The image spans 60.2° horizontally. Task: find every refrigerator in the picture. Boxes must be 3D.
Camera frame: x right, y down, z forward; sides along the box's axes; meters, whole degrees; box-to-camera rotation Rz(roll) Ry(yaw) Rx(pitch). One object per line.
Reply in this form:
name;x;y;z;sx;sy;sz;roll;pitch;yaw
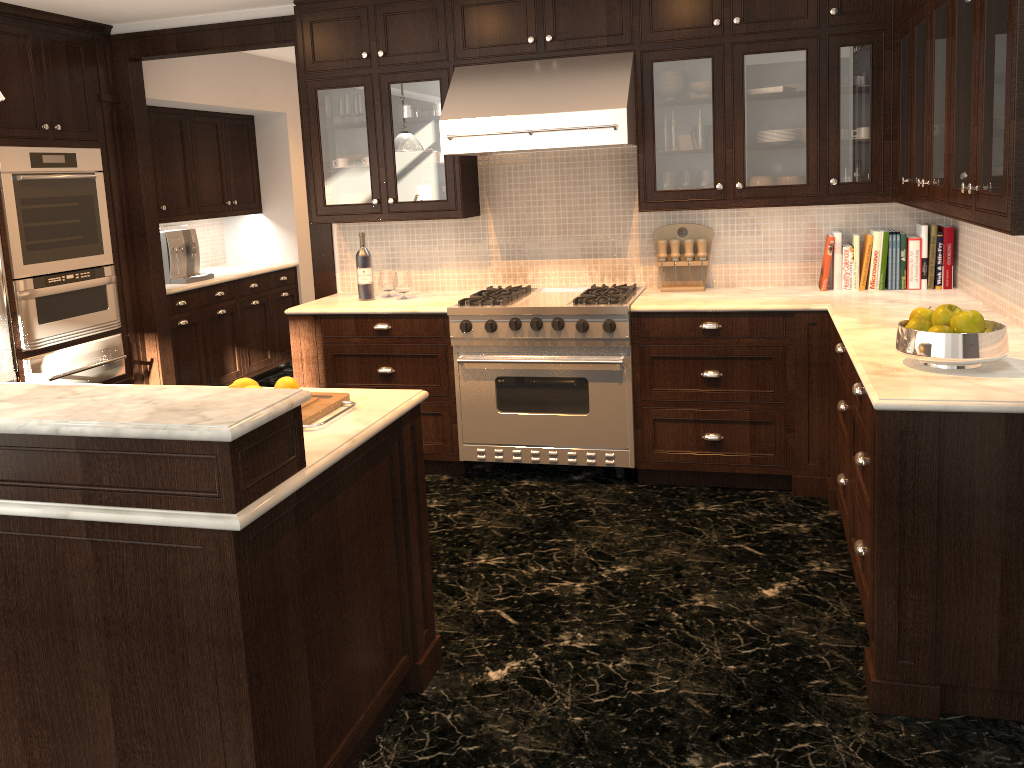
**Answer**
refrigerator;-3.080;-0.372;4.339;0.687;2.093;0.903;0;9;16

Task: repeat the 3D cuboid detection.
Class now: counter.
counter;0.266;-0.234;3.759;3.367;0.031;2.353;1;14;16
counter;-1.779;0.134;2.638;2.868;0.031;1.071;1;14;16
counter;-1.878;0.041;2.265;2.853;0.031;0.333;1;14;16
counter;-2.416;-0.813;6.782;0.709;0.031;1.886;1;14;15

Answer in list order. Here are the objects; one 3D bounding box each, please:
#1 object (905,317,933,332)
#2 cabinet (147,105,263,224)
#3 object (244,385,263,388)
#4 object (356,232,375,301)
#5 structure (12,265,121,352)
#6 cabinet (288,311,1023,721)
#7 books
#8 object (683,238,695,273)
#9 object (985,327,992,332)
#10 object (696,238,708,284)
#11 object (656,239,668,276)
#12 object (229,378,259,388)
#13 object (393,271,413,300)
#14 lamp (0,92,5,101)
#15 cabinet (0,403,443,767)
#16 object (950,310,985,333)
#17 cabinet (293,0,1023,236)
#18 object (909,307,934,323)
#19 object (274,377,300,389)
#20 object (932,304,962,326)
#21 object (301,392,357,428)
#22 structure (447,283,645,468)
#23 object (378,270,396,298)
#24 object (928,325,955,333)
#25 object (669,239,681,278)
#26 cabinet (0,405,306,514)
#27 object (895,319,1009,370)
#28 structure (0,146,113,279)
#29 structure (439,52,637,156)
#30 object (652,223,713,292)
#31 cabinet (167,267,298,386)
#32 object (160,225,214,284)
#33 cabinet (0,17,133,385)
object;1.273;-0.162;2.756;0.100;0.095;0.092;4;13;33
cabinet;-2.592;-1.652;6.699;0.432;0.815;1.887;0;13;16
object;-0.737;0.039;2.501;0.081;0.071;0.084;3;12;26
object;-0.816;-0.652;4.884;0.094;0.373;0.096;2;10;31
structure;-2.843;-0.457;5.198;0.665;0.383;0.775;1;13;16
cabinet;0.288;0.212;3.823;3.367;0.868;2.353;1;13;16
books;1.839;-0.629;4.372;0.603;0.307;0.197;0;10;15
object;0.929;-0.650;4.622;0.061;0.223;0.062;-5;9;-14
object;1.404;-0.128;2.663;0.091;0.098;0.097;-4;11;-7
object;0.993;-0.644;4.605;0.061;0.234;0.062;-6;9;-20
object;0.796;-0.651;4.659;0.061;0.226;0.062;-3;9;-2
object;-0.787;0.018;2.609;0.079;0.073;0.083;-2;11;3
object;-0.599;-0.541;4.856;0.112;0.149;0.114;-1;10;8
lamp;-1.442;-1.079;2.107;0.318;0.773;0.321;2;10;30
cabinet;-1.753;0.564;2.703;2.846;0.901;1.042;1;12;16
object;1.353;-0.172;2.622;0.091;0.097;0.094;-5;11;-13
cabinet;0.216;-1.282;3.613;3.366;1.238;2.345;1;13;16
object;1.315;-0.196;2.815;0.093;0.097;0.092;-6;11;-16
object;-0.661;0.014;2.590;0.083;0.071;0.082;4;13;30
object;1.338;-0.195;2.708;0.091;0.098;0.097;-4;11;-7
object;-0.797;0.078;2.548;0.667;0.021;0.391;1;14;16
structure;0.220;-0.070;4.662;0.905;0.827;0.730;0;11;16
object;-0.698;-0.564;4.973;0.112;0.149;0.114;-1;10;8
object;1.297;-0.131;2.659;0.092;0.096;0.093;8;15;45
object;0.860;-0.646;4.642;0.061;0.234;0.062;-5;9;-14
cabinet;-1.884;0.130;2.281;2.835;0.151;0.297;1;13;16
object;1.357;-0.124;2.731;0.318;0.120;0.323;-1;13;9
structure;-2.827;-0.998;5.108;0.613;0.691;0.770;0;11;16
structure;0.158;-1.431;4.493;0.930;0.471;0.650;1;12;16
object;0.896;-0.666;4.639;0.316;0.345;0.112;0;9;15
cabinet;-2.080;-0.426;6.748;0.057;0.735;1.820;-1;13;16
object;-2.470;-0.945;6.438;0.447;0.401;0.349;0;11;16
cabinet;-2.978;-0.710;4.696;0.756;2.389;1.871;0;10;16
